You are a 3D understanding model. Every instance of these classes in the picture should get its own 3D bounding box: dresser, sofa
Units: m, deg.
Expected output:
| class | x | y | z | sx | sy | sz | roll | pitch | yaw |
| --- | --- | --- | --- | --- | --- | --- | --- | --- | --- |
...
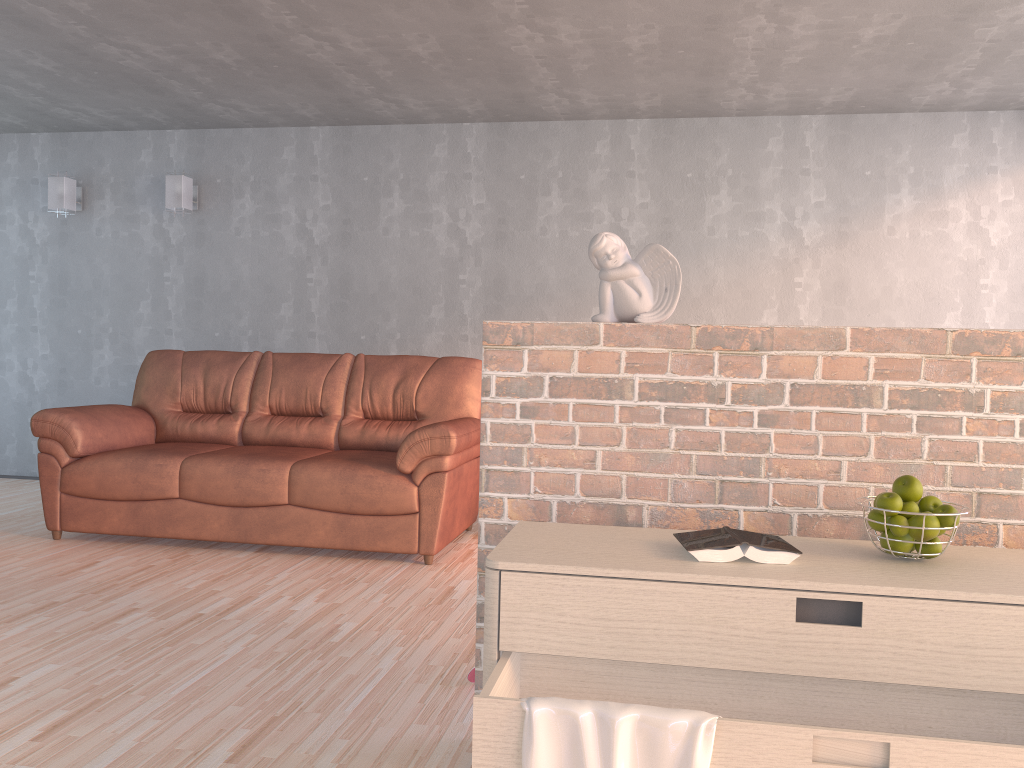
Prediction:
| class | x | y | z | sx | sy | sz | roll | pitch | yaw |
| --- | --- | --- | --- | --- | --- | --- | --- | --- | --- |
| dresser | 0.785 | 0.643 | 1.535 | 1.686 | 0.612 | 0.605 | 2 | 2 | 10 |
| sofa | -1.245 | 0.290 | 4.673 | 2.202 | 0.923 | 0.981 | 2 | 2 | 10 |

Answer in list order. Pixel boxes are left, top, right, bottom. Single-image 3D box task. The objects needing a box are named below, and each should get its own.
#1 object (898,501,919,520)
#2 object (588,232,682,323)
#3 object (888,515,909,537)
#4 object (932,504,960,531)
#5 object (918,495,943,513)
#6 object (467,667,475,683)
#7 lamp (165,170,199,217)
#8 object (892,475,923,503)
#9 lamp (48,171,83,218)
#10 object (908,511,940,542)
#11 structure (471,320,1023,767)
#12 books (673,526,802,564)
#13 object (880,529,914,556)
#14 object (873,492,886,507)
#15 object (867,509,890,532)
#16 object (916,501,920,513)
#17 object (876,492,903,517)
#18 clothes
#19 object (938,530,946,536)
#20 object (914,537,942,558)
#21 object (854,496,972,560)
| class | x | y | z | sx | sy | sz | roll | pitch | yaw |
| --- | --- | --- | --- | --- | --- | --- | --- | --- | --- |
| object | 0.739 | 0.237 | 1.656 | 0.039 | 0.038 | 0.039 | 3 | 2 | 39 |
| object | 0.284 | -0.246 | 2.065 | 0.216 | 0.218 | 0.131 | 2 | 2 | 9 |
| object | 0.713 | 0.261 | 1.635 | 0.038 | 0.040 | 0.039 | 2 | 2 | 19 |
| object | 0.797 | 0.245 | 1.630 | 0.046 | 0.047 | 0.047 | 0 | 3 | -42 |
| object | 0.788 | 0.231 | 1.671 | 0.043 | 0.043 | 0.039 | 1 | 2 | -4 |
| object | -0.049 | 0.861 | 2.652 | 0.192 | 0.066 | 0.078 | 0 | 3 | -44 |
| lamp | -2.245 | -1.288 | 6.015 | 0.165 | 0.319 | 0.177 | 2 | 2 | 10 |
| object | 0.751 | 0.200 | 1.682 | 0.054 | 0.056 | 0.054 | 2 | 2 | 10 |
| lamp | -3.115 | -1.314 | 6.167 | 0.165 | 0.319 | 0.168 | 2 | 2 | 10 |
| object | 0.754 | 0.261 | 1.627 | 0.057 | 0.057 | 0.057 | 3 | 3 | 43 |
| structure | 0.631 | 0.400 | 2.026 | 1.422 | 1.057 | 0.211 | 2 | 2 | 10 |
| books | 0.421 | 0.303 | 1.676 | 0.209 | 0.040 | 0.146 | 1 | 2 | 0 |
| object | 0.725 | 0.295 | 1.671 | 0.059 | 0.055 | 0.060 | 0 | 2 | -35 |
| object | 0.723 | 0.234 | 1.709 | 0.049 | 0.053 | 0.054 | 3 | 3 | 41 |
| object | 0.696 | 0.256 | 1.675 | 0.046 | 0.044 | 0.046 | 2 | 2 | 6 |
| object | 0.774 | 0.248 | 1.727 | 0.053 | 0.048 | 0.054 | 2 | 2 | 17 |
| object | 0.701 | 0.224 | 1.648 | 0.046 | 0.045 | 0.046 | 2 | 2 | 9 |
| clothes | 0.164 | 0.669 | 1.354 | 0.325 | 0.369 | 0.097 | 2 | 2 | 11 |
| object | 0.803 | 0.264 | 1.691 | 0.053 | 0.054 | 0.053 | -1 | 3 | -44 |
| object | 0.778 | 0.302 | 1.657 | 0.046 | 0.048 | 0.048 | 1 | 2 | -1 |
| object | 0.754 | 0.279 | 1.677 | 0.202 | 0.104 | 0.202 | 1 | 2 | 4 |
